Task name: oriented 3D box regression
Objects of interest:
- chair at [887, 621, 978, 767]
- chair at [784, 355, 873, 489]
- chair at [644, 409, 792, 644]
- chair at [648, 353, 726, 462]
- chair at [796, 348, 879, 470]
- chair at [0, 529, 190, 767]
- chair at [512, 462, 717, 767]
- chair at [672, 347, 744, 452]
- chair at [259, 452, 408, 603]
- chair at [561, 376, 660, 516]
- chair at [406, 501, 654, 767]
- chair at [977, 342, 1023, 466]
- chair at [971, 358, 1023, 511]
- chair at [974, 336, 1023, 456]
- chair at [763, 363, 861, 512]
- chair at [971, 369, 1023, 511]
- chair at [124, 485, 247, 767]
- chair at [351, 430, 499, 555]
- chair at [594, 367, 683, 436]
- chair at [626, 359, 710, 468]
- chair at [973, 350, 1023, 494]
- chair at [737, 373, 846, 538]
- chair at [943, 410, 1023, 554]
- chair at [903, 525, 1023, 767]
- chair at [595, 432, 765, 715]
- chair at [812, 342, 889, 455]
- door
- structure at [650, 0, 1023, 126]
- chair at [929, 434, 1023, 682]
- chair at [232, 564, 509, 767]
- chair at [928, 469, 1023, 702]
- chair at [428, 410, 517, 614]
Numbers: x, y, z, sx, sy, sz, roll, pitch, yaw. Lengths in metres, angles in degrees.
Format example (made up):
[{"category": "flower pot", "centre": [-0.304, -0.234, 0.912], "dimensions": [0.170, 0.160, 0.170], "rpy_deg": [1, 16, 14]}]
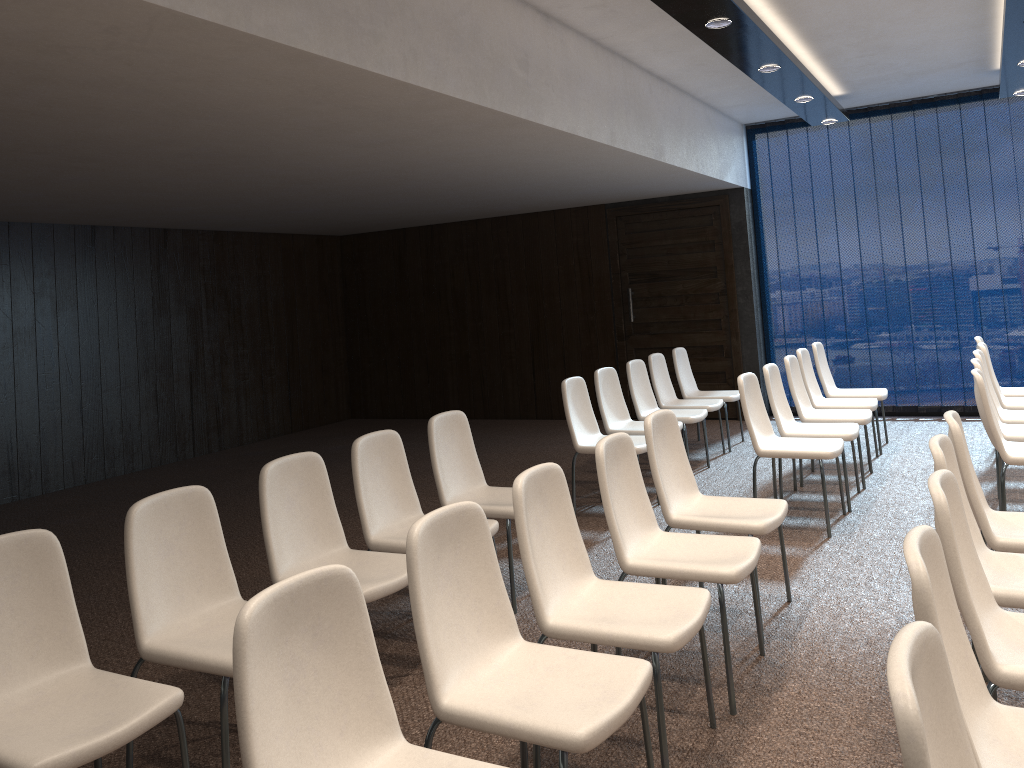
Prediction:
[{"category": "chair", "centre": [0.862, 0.851, 1.207], "dimensions": [0.555, 0.905, 0.533], "rpy_deg": [-4, -1, 31]}, {"category": "chair", "centre": [2.297, 0.237, 6.331], "dimensions": [0.555, 0.905, 0.532], "rpy_deg": [-4, -1, 28]}, {"category": "chair", "centre": [0.923, 0.576, 3.919], "dimensions": [0.555, 0.905, 0.533], "rpy_deg": [-4, -1, 30]}, {"category": "chair", "centre": [1.488, 0.182, 7.458], "dimensions": [0.555, 0.905, 0.532], "rpy_deg": [-4, -1, 28]}, {"category": "chair", "centre": [2.567, 0.163, 6.881], "dimensions": [0.555, 0.905, 0.532], "rpy_deg": [-4, -1, 29]}, {"category": "chair", "centre": [-1.226, 0.885, 2.346], "dimensions": [0.555, 0.905, 0.533], "rpy_deg": [-4, -1, 31]}, {"category": "chair", "centre": [0.332, 0.728, 2.817], "dimensions": [0.555, 0.905, 0.532], "rpy_deg": [-4, -1, 27]}, {"category": "chair", "centre": [1.784, 0.111, 7.958], "dimensions": [0.555, 0.905, 0.532], "rpy_deg": [-4, -1, 28]}, {"category": "chair", "centre": [-0.652, 0.737, 3.420], "dimensions": [0.555, 0.905, 0.532], "rpy_deg": [-4, -1, 28]}, {"category": "chair", "centre": [0.659, 0.402, 5.844], "dimensions": [0.555, 0.905, 0.532], "rpy_deg": [-4, -1, 27]}, {"category": "chair", "centre": [0.053, 0.798, 2.313], "dimensions": [0.555, 0.905, 0.533], "rpy_deg": [-4, -1, 30]}, {"category": "chair", "centre": [3.676, 0.148, 6.248], "dimensions": [0.555, 0.905, 0.532], "rpy_deg": [-4, -1, 30]}, {"category": "chair", "centre": [3.078, 0.295, 5.201], "dimensions": [0.555, 0.905, 0.532], "rpy_deg": [-4, -1, 29]}, {"category": "chair", "centre": [3.948, 0.073, 6.810], "dimensions": [0.555, 0.905, 0.533], "rpy_deg": [-4, -1, 30]}, {"category": "chair", "centre": [1.990, 0.313, 5.791], "dimensions": [0.555, 0.905, 0.532], "rpy_deg": [-4, -1, 28]}, {"category": "chair", "centre": [2.795, 0.369, 4.657], "dimensions": [0.555, 0.905, 0.532], "rpy_deg": [-4, -1, 28]}, {"category": "chair", "centre": [-0.923, 0.812, 2.861], "dimensions": [0.555, 0.905, 0.532], "rpy_deg": [-4, -1, 27]}, {"category": "chair", "centre": [-0.382, 0.670, 3.905], "dimensions": [0.555, 0.905, 0.532], "rpy_deg": [-4, -1, 27]}, {"category": "chair", "centre": [0.931, 0.327, 6.399], "dimensions": [0.555, 0.905, 0.533], "rpy_deg": [-4, -1, 31]}, {"category": "chair", "centre": [1.234, 0.253, 6.927], "dimensions": [0.555, 0.905, 0.532], "rpy_deg": [-4, -1, 29]}, {"category": "chair", "centre": [3.361, 0.224, 5.715], "dimensions": [0.555, 0.905, 0.533], "rpy_deg": [-4, -1, 31]}, {"category": "chair", "centre": [1.696, 0.384, 5.293], "dimensions": [0.555, 0.905, 0.533], "rpy_deg": [-4, -1, 30]}, {"category": "chair", "centre": [1.984, 0.561, 3.314], "dimensions": [0.555, 0.905, 0.532], "rpy_deg": [-4, -1, 27]}, {"category": "chair", "centre": [1.130, 0.777, 1.755], "dimensions": [0.555, 0.905, 0.532], "rpy_deg": [-4, -1, 29]}, {"category": "chair", "centre": [0.648, 0.652, 3.352], "dimensions": [0.555, 0.905, 0.532], "rpy_deg": [-4, -1, 27]}, {"category": "chair", "centre": [2.871, 0.089, 7.412], "dimensions": [0.555, 0.905, 0.532], "rpy_deg": [-4, -1, 29]}, {"category": "door", "centre": [1.807, -0.816, 9.678], "dimensions": [1.393, 2.420, 0.269], "rpy_deg": [-5, -3, 28]}, {"category": "structure", "centre": [6.751, -2.233, 1.891], "dimensions": [13.091, 0.231, 8.118], "rpy_deg": [-1, 6, 28]}, {"category": "chair", "centre": [1.691, 0.631, 2.819], "dimensions": [0.555, 0.905, 0.533], "rpy_deg": [-4, -1, 30]}, {"category": "chair", "centre": [-0.229, 0.872, 1.770], "dimensions": [0.555, 0.905, 0.533], "rpy_deg": [-4, -1, 31]}, {"category": "chair", "centre": [1.435, 0.702, 2.287], "dimensions": [0.555, 0.905, 0.533], "rpy_deg": [-4, -1, 31]}, {"category": "chair", "centre": [-0.097, 0.595, 4.452], "dimensions": [0.555, 0.905, 0.532], "rpy_deg": [-4, -1, 28]}]
